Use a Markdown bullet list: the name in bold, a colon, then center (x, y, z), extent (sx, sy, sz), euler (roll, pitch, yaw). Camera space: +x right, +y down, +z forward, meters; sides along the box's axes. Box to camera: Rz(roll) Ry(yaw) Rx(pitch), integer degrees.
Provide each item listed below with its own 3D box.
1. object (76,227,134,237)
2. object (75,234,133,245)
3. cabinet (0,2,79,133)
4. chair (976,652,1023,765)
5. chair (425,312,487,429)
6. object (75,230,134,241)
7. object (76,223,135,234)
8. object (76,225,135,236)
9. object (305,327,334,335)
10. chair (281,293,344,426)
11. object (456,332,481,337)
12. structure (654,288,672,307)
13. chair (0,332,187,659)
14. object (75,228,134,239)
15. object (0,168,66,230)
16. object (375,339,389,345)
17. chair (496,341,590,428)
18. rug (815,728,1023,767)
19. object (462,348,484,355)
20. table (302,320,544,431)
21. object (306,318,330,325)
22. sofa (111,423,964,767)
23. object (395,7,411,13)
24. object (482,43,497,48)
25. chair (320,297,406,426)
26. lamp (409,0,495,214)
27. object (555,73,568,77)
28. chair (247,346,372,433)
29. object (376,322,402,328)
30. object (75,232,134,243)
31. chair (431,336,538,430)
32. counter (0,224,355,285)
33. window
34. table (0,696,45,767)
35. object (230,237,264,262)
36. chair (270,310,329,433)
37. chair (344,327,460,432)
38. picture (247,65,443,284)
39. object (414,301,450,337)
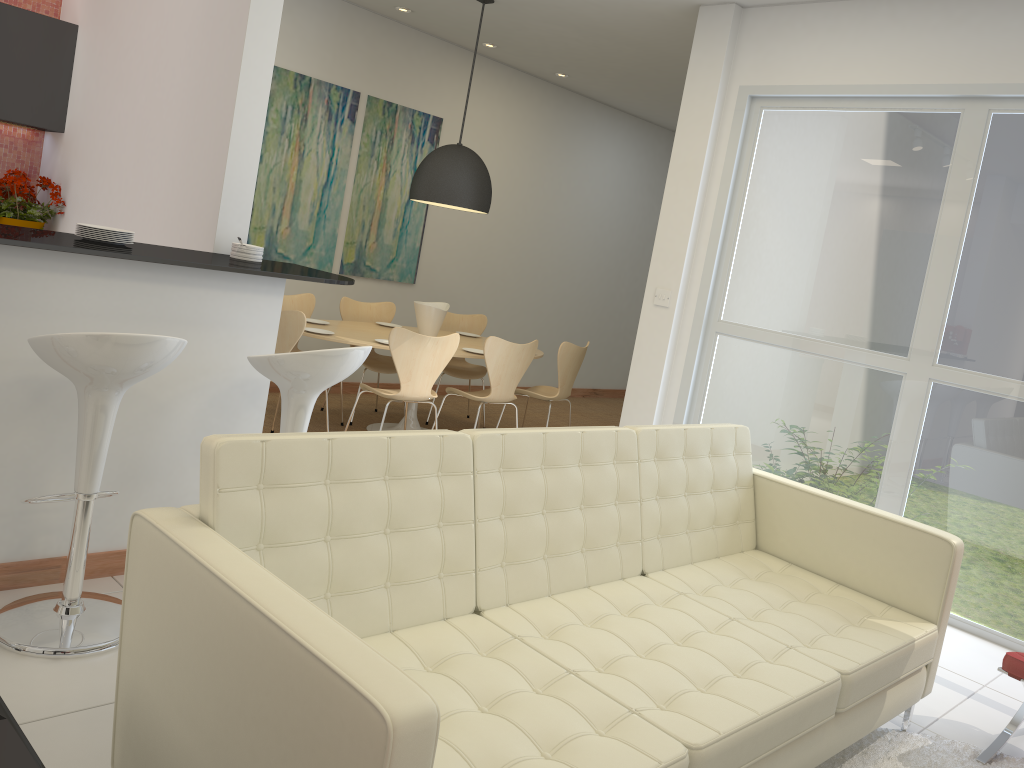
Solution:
- **object**: center (-1.580, -0.586, 3.439), extent (0.210, 0.015, 0.212), euler (10, 8, -2)
- **object**: center (-1.585, -0.558, 3.441), extent (0.210, 0.015, 0.212), euler (10, 8, -2)
- **cabinet**: center (-3.946, -1.942, 4.399), extent (0.355, 0.656, 3.236), euler (16, 10, 43)
- **chair**: center (2.163, 1.009, 2.998), extent (0.704, 0.812, 0.706), euler (5, 8, -41)
- **chair**: center (-0.460, -0.137, 7.336), extent (0.520, 0.902, 0.520), euler (8, 6, -22)
- **object**: center (-1.582, -0.572, 3.440), extent (0.210, 0.015, 0.212), euler (10, 8, -2)
- **object**: center (-1.578, -0.599, 3.437), extent (0.210, 0.015, 0.212), euler (10, 8, -2)
- **object**: center (-1.579, -0.592, 3.438), extent (0.210, 0.015, 0.212), euler (10, 8, -2)
- **object**: center (-1.259, -0.340, 5.747), extent (0.209, 0.015, 0.212), euler (7, 9, -24)
- **chair**: center (-1.486, -0.173, 6.321), extent (0.518, 0.902, 0.522), euler (13, 6, 23)
- **object**: center (-0.362, -0.405, 7.299), extent (0.211, 0.015, 0.210), euler (13, 9, 22)
- **structure**: center (0.954, -0.549, 5.619), extent (0.115, 0.104, 0.013), euler (17, 8, 44)
- **chair**: center (-1.352, 0.298, 2.837), extent (0.455, 1.016, 0.468), euler (6, 7, -35)
- **object**: center (-1.581, -0.579, 3.439), extent (0.210, 0.015, 0.212), euler (10, 8, -2)
- **object**: center (-2.981, -1.082, 5.374), extent (0.525, 0.446, 0.503), euler (13, 7, 23)
- **object**: center (-0.800, -0.268, 5.823), extent (0.209, 0.015, 0.212), euler (7, 9, -20)
- **chair**: center (0.241, 0.083, 6.694), extent (0.518, 0.902, 0.521), euler (13, 6, 27)
- **rug**: center (1.009, 1.397, 1.732), extent (3.321, 0.004, 2.463), euler (2, 11, -44)
- **object**: center (-0.247, -0.226, 6.215), extent (0.210, 0.015, 0.211), euler (10, 8, 0)
- **table**: center (-0.716, 0.019, 6.558), extent (2.257, 0.725, 1.290), euler (2, 11, -45)
- **object**: center (-1.397, -0.441, 6.267), extent (0.209, 0.015, 0.212), euler (7, 9, -24)
- **sofa**: center (0.338, 0.682, 2.576), extent (1.009, 0.917, 2.560), euler (17, 10, 43)
- **object**: center (-0.861, -2.962, 7.008), extent (0.129, 0.010, 0.130), euler (10, 8, -1)
- **object**: center (-0.196, -2.942, 7.693), extent (0.129, 0.010, 0.130), euler (10, 8, -1)
- **chair**: center (-1.090, -0.180, 6.859), extent (0.520, 0.902, 0.520), euler (5, 8, -42)
- **lamp**: center (-0.327, -2.019, 6.384), extent (0.592, 1.486, 0.599), euler (5, 7, -44)
- **object**: center (0.470, -2.922, 8.378), extent (0.129, 0.010, 0.130), euler (10, 8, -1)
- **chair**: center (-0.844, 0.313, 3.364), extent (0.467, 1.016, 0.457), euler (13, 6, 30)
- **object**: center (-0.964, -0.460, 6.933), extent (0.209, 0.015, 0.212), euler (6, 9, -28)
- **object**: center (-1.584, -0.565, 3.440), extent (0.210, 0.015, 0.212), euler (10, 8, -2)
- **chair**: center (-0.188, 0.088, 6.130), extent (0.520, 0.902, 0.520), euler (16, 8, 43)
- **counter**: center (-1.840, -0.527, 3.013), extent (2.958, 0.019, 0.741), euler (2, 12, -46)
- **window**: center (2.395, -0.120, 4.409), extent (3.461, 2.700, 0.121), euler (17, 8, 44)
- **table**: center (-1.058, 0.879, 1.282), extent (0.699, 0.420, 0.924), euler (3, 11, -46)
- **object**: center (-1.195, -0.607, 3.955), extent (0.141, 0.097, 0.173), euler (15, 9, 36)
- **chair**: center (-1.422, -0.044, 5.514), extent (0.524, 0.902, 0.516), euler (13, 6, 28)
- **chair**: center (-0.706, 0.067, 5.636), extent (0.520, 0.902, 0.520), euler (6, 7, -39)
- **picture**: center (-1.356, -1.661, 7.364), extent (0.020, 1.499, 1.735), euler (15, 8, 43)
- **object**: center (-0.609, -0.468, 6.512), extent (0.271, 0.278, 0.263), euler (9, 7, -11)
